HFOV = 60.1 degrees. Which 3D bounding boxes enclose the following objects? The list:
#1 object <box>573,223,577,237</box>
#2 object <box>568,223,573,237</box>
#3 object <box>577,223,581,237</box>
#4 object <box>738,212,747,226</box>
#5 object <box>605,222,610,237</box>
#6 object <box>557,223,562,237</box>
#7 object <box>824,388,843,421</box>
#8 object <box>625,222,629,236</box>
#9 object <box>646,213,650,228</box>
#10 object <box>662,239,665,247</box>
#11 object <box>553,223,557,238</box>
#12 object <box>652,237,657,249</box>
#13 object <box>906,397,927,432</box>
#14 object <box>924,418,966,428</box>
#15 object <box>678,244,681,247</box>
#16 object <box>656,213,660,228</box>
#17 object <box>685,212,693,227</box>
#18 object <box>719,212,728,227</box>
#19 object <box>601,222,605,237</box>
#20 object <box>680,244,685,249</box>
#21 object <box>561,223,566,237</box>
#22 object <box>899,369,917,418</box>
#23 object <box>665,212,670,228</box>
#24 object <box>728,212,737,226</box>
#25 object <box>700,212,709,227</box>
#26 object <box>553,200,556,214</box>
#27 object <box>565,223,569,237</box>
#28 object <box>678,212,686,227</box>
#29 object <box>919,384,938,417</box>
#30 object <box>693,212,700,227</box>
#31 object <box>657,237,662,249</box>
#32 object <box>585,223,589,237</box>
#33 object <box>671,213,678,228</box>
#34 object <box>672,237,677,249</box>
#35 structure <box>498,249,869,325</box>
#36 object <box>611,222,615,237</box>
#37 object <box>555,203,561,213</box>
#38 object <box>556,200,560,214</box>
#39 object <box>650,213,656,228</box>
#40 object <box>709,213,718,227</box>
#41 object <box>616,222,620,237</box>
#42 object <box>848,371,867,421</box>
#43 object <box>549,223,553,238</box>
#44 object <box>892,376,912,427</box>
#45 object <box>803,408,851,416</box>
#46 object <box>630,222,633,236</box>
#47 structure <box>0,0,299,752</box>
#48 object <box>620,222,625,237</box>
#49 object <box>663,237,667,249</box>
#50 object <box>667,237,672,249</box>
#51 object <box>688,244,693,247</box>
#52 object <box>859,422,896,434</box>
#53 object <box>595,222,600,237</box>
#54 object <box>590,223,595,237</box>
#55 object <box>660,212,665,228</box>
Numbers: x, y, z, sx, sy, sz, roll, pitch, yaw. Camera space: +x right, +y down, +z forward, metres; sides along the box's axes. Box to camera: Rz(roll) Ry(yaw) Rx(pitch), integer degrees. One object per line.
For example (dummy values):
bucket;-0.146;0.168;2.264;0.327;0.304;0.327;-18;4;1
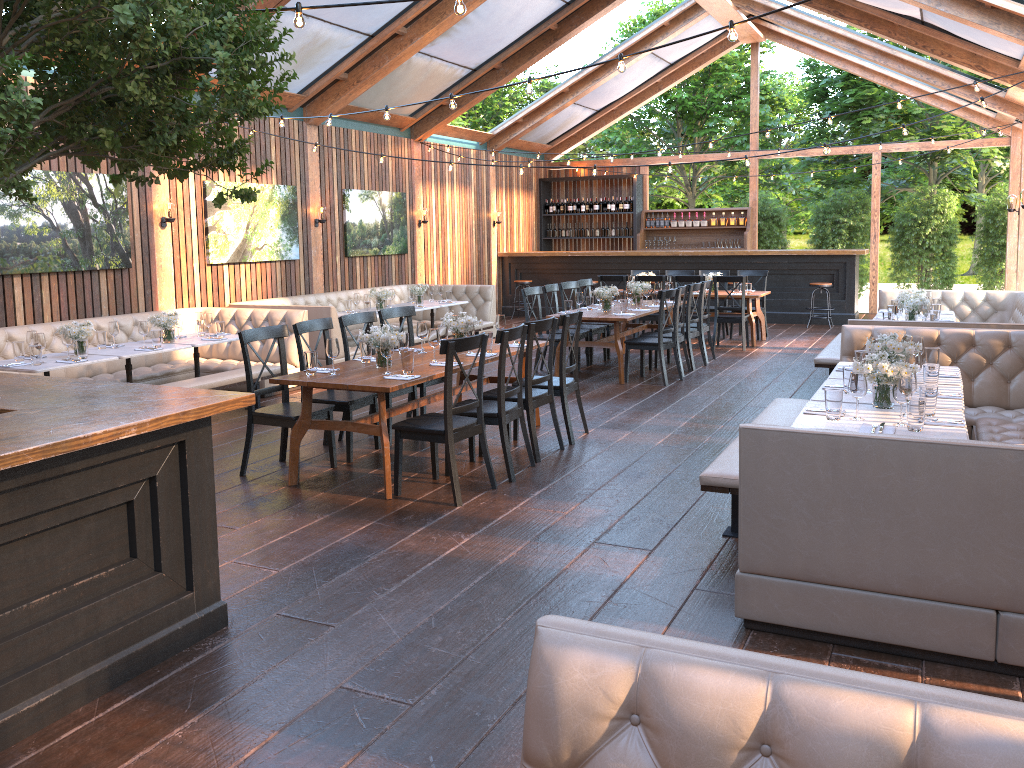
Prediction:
object;1.375;-3.333;19.158;0.094;0.306;0.095;2;7;22
object;1.268;-3.333;19.165;0.094;0.306;0.095;-7;8;-43
object;1.455;-3.325;19.104;0.094;0.306;0.095;-6;8;-38
object;4.644;-3.323;17.838;0.176;0.286;0.110;3;8;31
object;2.029;-3.280;18.780;0.094;0.306;0.095;-2;6;-9
object;1.040;-3.356;19.327;0.095;0.306;0.094;-6;8;-36
object;1.645;0.105;4.526;0.092;0.157;0.092;1;7;12
object;2.413;-3.256;18.594;0.094;0.306;0.095;2;7;27
object;2.888;-3.455;18.694;0.094;0.316;0.095;2;7;26
object;3.200;-2.964;18.561;0.092;0.243;0.092;-7;9;-44
object;0.935;-3.356;19.337;0.094;0.306;0.095;-2;6;-9
object;2.986;-2.960;18.558;0.092;0.243;0.092;-7;9;-44
object;1.939;0.147;4.251;0.092;0.157;0.092;1;7;12
object;2.125;0.184;4.422;0.255;0.019;0.158;4;11;26
object;3.501;-2.872;18.429;0.124;0.096;0.124;5;10;37
object;3.075;-3.444;18.607;0.094;0.316;0.095;1;7;21
object;3.667;-3.395;18.288;0.138;0.309;0.139;3;8;30
object;4.305;-3.347;18.009;0.176;0.286;0.110;3;8;31
object;1.941;-3.293;18.863;0.095;0.306;0.094;-6;8;-36
object;3.530;-2.846;18.274;0.124;0.096;0.124;5;10;37
object;1.125;-3.350;19.283;0.094;0.306;0.095;2;7;23
object;2.043;0.047;4.573;0.092;0.243;0.093;-3;7;-16
object;3.253;-3.429;18.502;0.094;0.316;0.095;4;8;36
object;4.461;-3.329;17.889;0.176;0.286;0.110;2;7;21
object;3.951;-3.379;18.166;0.138;0.309;0.139;3;8;30
object;0.927;-3.853;19.259;0.077;0.305;0.077;5;8;42
object;1.211;-3.347;19.258;0.094;0.306;0.095;-2;6;-10
object;3.526;-3.405;18.363;0.138;0.309;0.139;2;7;26
object;2.156;0.086;4.586;0.092;0.157;0.092;1;7;12
object;3.800;-3.385;18.217;0.138;0.309;0.139;1;7;20
object;3.085;-2.952;18.502;0.092;0.243;0.092;-7;9;-44
object;1.604;-3.305;18.968;0.094;0.306;0.095;0;6;8
object;3.387;-3.415;18.435;0.138;0.309;0.139;3;8;30
object;3.374;-2.934;18.369;0.092;0.243;0.093;-1;6;1
structure;2.975;-1.851;16.543;6.809;1.266;0.862;4;8;26
object;2.138;-3.278;18.756;0.094;0.306;0.095;-2;6;-10
object;0.996;-3.873;19.345;0.136;0.314;0.137;-2;7;-12
object;0.998;-3.847;19.201;0.077;0.307;0.078;-1;6;5
object;2.970;-3.445;18.624;0.094;0.316;0.095;4;8;41
object;4.120;-3.354;18.074;0.176;0.286;0.110;2;7;21
object;2.244;-3.274;18.722;0.094;0.306;0.095;-7;8;-43
object;1.766;0.061;4.520;0.092;0.243;0.093;-3;7;-16
object;0.850;-3.360;19.368;0.094;0.306;0.094;3;7;31
object;1.923;0.085;4.363;0.092;0.243;0.093;-3;7;-16
object;1.683;0.145;4.700;0.255;0.019;0.158;4;11;26
object;2.521;-3.255;18.581;0.094;0.306;0.095;-6;8;-38
structure;-2.291;-0.714;3.266;2.720;3.670;2.868;4;9;34
object;2.325;-3.264;18.652;0.094;0.306;0.095;2;7;22
object;3.187;-2.947;18.462;0.092;0.243;0.093;-1;6;1
object;3.275;-2.939;18.408;0.092;0.243;0.093;-1;6;1
object;3.690;-2.847;18.259;0.124;0.096;0.125;1;9;15
object;1.772;0.214;4.286;0.157;0.019;0.257;4;11;26
object;1.827;-3.296;18.892;0.094;0.306;0.095;2;7;23
object;1.726;-3.306;18.960;0.094;0.306;0.095;2;7;26
object;3.150;-3.432;18.532;0.094;0.316;0.095;1;7;21
